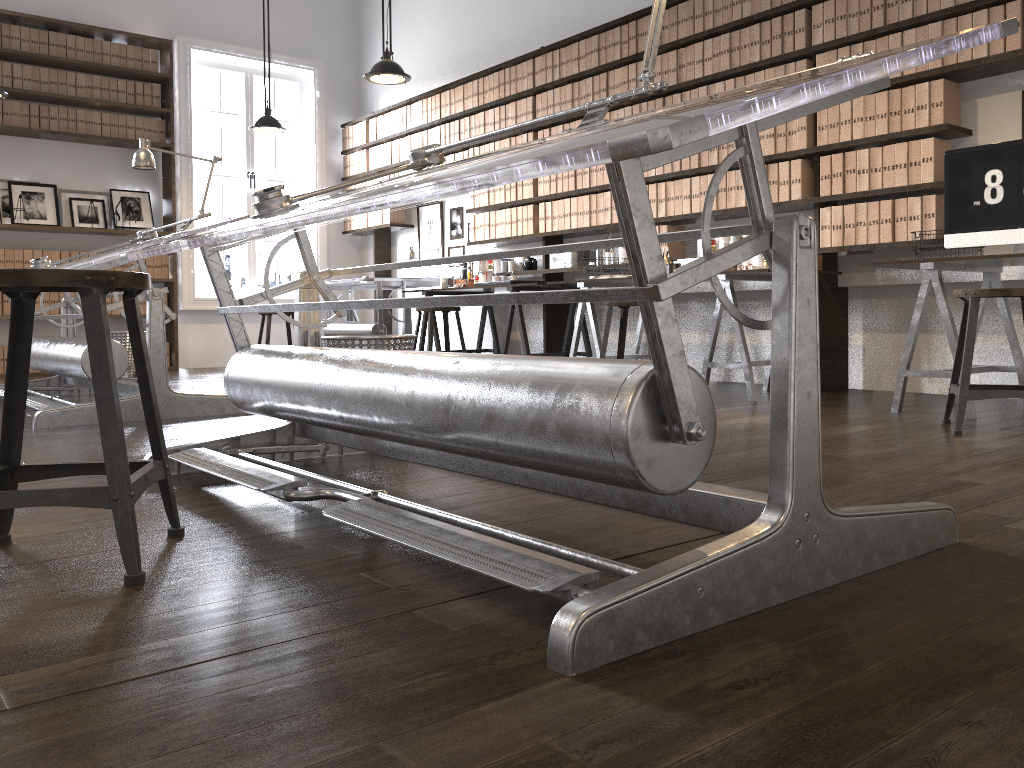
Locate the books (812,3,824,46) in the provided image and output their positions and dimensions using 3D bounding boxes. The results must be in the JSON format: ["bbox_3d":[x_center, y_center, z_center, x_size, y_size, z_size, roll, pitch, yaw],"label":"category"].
[{"bbox_3d":[1.719,-1.944,4.841,0.174,0.225,0.067,-2,2,-38],"label":"books"}]

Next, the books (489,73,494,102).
[{"bbox_3d":[-0.099,-2.370,7.139,0.174,0.225,0.067,-2,2,-38],"label":"books"}]

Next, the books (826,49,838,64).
[{"bbox_3d":[1.772,-1.671,4.777,0.175,0.225,0.067,-2,2,-38],"label":"books"}]

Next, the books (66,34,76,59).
[{"bbox_3d":[-3.837,-2.891,7.670,0.067,0.225,0.175,-2,3,-38],"label":"books"}]

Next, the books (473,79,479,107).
[{"bbox_3d":[-0.230,-2.380,7.303,0.175,0.225,0.067,-2,2,-38],"label":"books"}]

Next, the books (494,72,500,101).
[{"bbox_3d":[-0.057,-2.366,7.080,0.175,0.225,0.067,-2,2,-38],"label":"books"}]

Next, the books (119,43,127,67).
[{"bbox_3d":[-3.512,-2.913,7.932,0.067,0.225,0.175,-2,3,-38],"label":"books"}]

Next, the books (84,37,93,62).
[{"bbox_3d":[-3.730,-2.899,7.764,0.067,0.225,0.174,-2,3,-38],"label":"books"}]

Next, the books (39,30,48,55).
[{"bbox_3d":[-4.006,-2.880,7.544,0.067,0.225,0.175,-2,3,-38],"label":"books"}]

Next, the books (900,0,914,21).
[{"bbox_3d":[2.024,-1.919,4.452,0.174,0.225,0.067,-2,2,-38],"label":"books"}]

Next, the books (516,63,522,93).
[{"bbox_3d":[0.122,-2.352,6.865,0.174,0.225,0.067,-2,2,-38],"label":"books"}]

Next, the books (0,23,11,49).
[{"bbox_3d":[-4.225,-2.865,7.373,0.067,0.225,0.175,-2,3,-38],"label":"books"}]

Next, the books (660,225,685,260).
[{"bbox_3d":[1.042,-0.912,5.744,0.175,0.225,0.067,-2,2,-38],"label":"books"}]

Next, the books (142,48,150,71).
[{"bbox_3d":[-3.352,-2.925,8.060,0.067,0.225,0.174,-2,3,-38],"label":"books"}]

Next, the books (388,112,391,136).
[{"bbox_3d":[-1.083,-2.451,8.393,0.175,0.225,0.067,-2,2,-38],"label":"books"}]

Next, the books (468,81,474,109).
[{"bbox_3d":[-0.274,-2.384,7.361,0.175,0.225,0.067,-2,2,-38],"label":"books"}]

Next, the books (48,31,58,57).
[{"bbox_3d":[-3.946,-2.884,7.589,0.067,0.225,0.175,-2,3,-38],"label":"books"}]

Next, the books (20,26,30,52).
[{"bbox_3d":[-4.114,-2.872,7.456,0.067,0.225,0.174,-2,3,-38],"label":"books"}]

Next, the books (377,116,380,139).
[{"bbox_3d":[-1.215,-2.462,8.561,0.175,0.225,0.067,-2,2,-38],"label":"books"}]

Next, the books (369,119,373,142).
[{"bbox_3d":[-1.307,-2.469,8.678,0.175,0.225,0.067,-2,2,-38],"label":"books"}]

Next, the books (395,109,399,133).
[{"bbox_3d":[-1.001,-2.444,8.287,0.175,0.225,0.067,-2,2,-38],"label":"books"}]

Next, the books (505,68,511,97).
[{"bbox_3d":[0.030,-2.359,6.976,0.175,0.225,0.067,-2,2,-38],"label":"books"}]

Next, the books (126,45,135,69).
[{"bbox_3d":[-3.457,-2.917,7.970,0.067,0.225,0.175,-2,3,-38],"label":"books"}]

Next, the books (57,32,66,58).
[{"bbox_3d":[-3.894,-2.887,7.625,0.067,0.225,0.175,-2,3,-38],"label":"books"}]

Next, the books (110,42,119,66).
[{"bbox_3d":[-3.560,-2.910,7.892,0.067,0.225,0.175,-2,3,-38],"label":"books"}]

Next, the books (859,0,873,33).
[{"bbox_3d":[1.891,-1.930,4.628,0.175,0.225,0.067,-2,2,-38],"label":"books"}]

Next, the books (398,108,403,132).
[{"bbox_3d":[-0.964,-2.441,8.237,0.175,0.225,0.067,-2,2,-38],"label":"books"}]

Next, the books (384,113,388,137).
[{"bbox_3d":[-1.127,-2.454,8.449,0.174,0.225,0.067,-2,2,-38],"label":"books"}]

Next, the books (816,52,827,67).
[{"bbox_3d":[1.737,-1.674,4.830,0.175,0.225,0.067,-2,2,-38],"label":"books"}]

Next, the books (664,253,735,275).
[{"bbox_3d":[1.076,-0.693,5.184,0.386,0.147,0.295,-4,5,-38],"label":"books"}]

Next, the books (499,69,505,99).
[{"bbox_3d":[-0.012,-2.362,7.023,0.175,0.225,0.067,-2,2,-38],"label":"books"}]

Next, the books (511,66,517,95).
[{"bbox_3d":[0.078,-2.355,6.918,0.175,0.225,0.067,-2,2,-38],"label":"books"}]

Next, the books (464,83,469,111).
[{"bbox_3d":[-0.311,-2.387,7.411,0.175,0.225,0.067,-2,2,-38],"label":"books"}]

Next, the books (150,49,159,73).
[{"bbox_3d":[-3.294,-2.928,8.101,0.067,0.225,0.174,-2,3,-38],"label":"books"}]

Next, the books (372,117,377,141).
[{"bbox_3d":[-1.265,-2.465,8.616,0.175,0.225,0.067,-2,2,-38],"label":"books"}]

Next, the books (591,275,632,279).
[{"bbox_3d":[0.692,-0.649,5.387,0.256,0.029,0.355,-4,5,-38],"label":"books"}]

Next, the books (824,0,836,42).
[{"bbox_3d":[1.761,-1.940,4.782,0.175,0.225,0.067,-2,2,-38],"label":"books"}]

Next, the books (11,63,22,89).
[{"bbox_3d":[-4.160,-2.550,7.421,0.067,0.225,0.175,-2,3,-38],"label":"books"}]

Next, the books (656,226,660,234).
[{"bbox_3d":[0.994,-0.916,5.797,0.174,0.225,0.067,-2,2,-38],"label":"books"}]

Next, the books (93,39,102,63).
[{"bbox_3d":[-3.674,-2.902,7.805,0.067,0.225,0.175,-2,3,-38],"label":"books"}]

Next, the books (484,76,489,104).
[{"bbox_3d":[-0.139,-2.373,7.196,0.174,0.225,0.067,-2,2,-38],"label":"books"}]

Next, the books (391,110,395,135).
[{"bbox_3d":[-1.046,-2.447,8.337,0.175,0.225,0.067,-2,2,-38],"label":"books"}]

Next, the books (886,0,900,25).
[{"bbox_3d":[1.983,-1.922,4.511,0.175,0.225,0.067,-2,2,-38],"label":"books"}]

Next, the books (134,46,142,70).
[{"bbox_3d":[-3.407,-2.921,8.016,0.067,0.225,0.175,-2,3,-38],"label":"books"}]

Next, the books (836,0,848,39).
[{"bbox_3d":[1.806,-1.936,4.725,0.175,0.225,0.067,-2,2,-38],"label":"books"}]

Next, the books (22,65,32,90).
[{"bbox_3d":[-4.105,-2.554,7.467,0.067,0.225,0.175,-2,3,-38],"label":"books"}]

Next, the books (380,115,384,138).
[{"bbox_3d":[-1.174,-2.458,8.502,0.174,0.225,0.067,-2,2,-38],"label":"books"}]

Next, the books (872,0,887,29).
[{"bbox_3d":[1.932,-1.926,4.566,0.175,0.225,0.067,-2,2,-38],"label":"books"}]

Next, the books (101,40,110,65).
[{"bbox_3d":[-3.616,-2.906,7.846,0.067,0.225,0.175,-2,3,-38],"label":"books"}]

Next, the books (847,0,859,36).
[{"bbox_3d":[1.849,-1.933,4.678,0.175,0.225,0.067,-2,2,-38],"label":"books"}]

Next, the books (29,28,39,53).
[{"bbox_3d":[-4.062,-2.876,7.502,0.067,0.225,0.174,-2,3,-38],"label":"books"}]

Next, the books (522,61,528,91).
[{"bbox_3d":[0.162,-2.348,6.807,0.174,0.225,0.067,-2,2,-38],"label":"books"}]

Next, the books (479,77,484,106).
[{"bbox_3d":[-0.184,-2.377,7.250,0.175,0.225,0.067,-2,2,-38],"label":"books"}]

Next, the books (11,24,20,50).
[{"bbox_3d":[-4.169,-2.868,7.409,0.067,0.225,0.175,-2,3,-38],"label":"books"}]

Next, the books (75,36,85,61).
[{"bbox_3d":[-3.782,-2.895,7.717,0.067,0.225,0.174,-2,3,-38],"label":"books"}]
